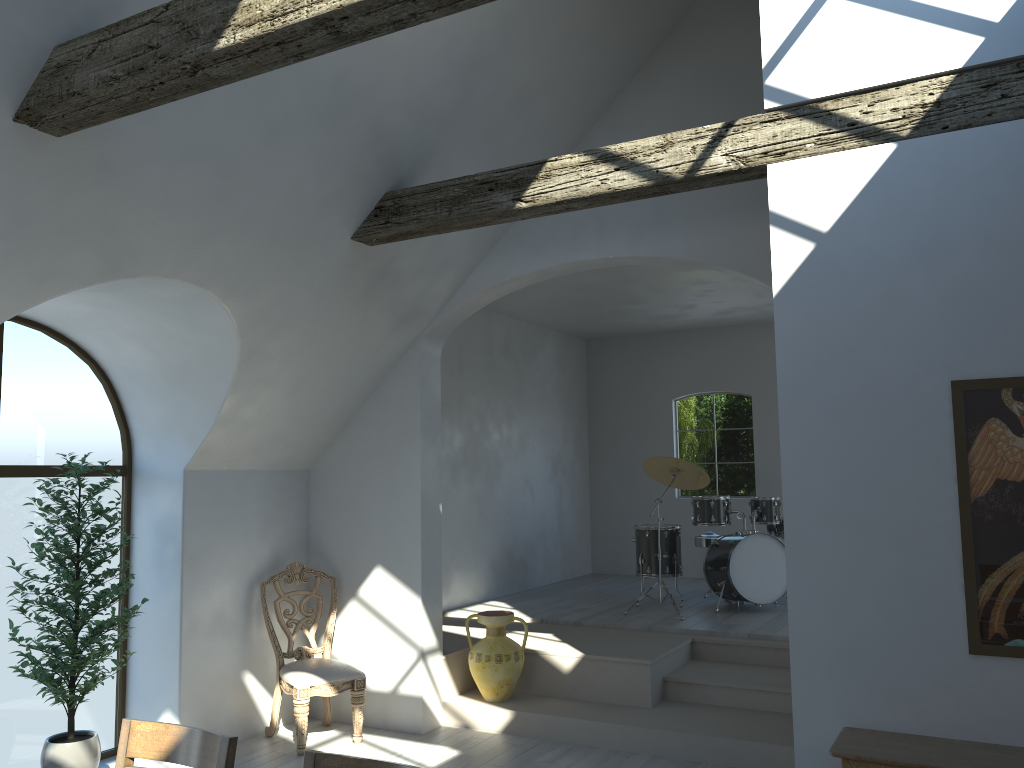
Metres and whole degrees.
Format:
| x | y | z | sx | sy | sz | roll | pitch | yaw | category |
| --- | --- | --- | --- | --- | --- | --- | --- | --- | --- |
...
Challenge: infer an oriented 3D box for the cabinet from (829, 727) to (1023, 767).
| x | y | z | sx | sy | sz | roll | pitch | yaw | category |
| --- | --- | --- | --- | --- | --- | --- | --- | --- | --- |
| 1.904 | 1.673 | 3.027 | 1.481 | 0.714 | 0.383 | -4 | -7 | 29 | cabinet |

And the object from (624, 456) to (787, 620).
| x | y | z | sx | sy | sz | roll | pitch | yaw | category |
| --- | --- | --- | --- | --- | --- | --- | --- | --- | --- |
| 2.014 | 1.384 | 8.439 | 2.354 | 1.383 | 1.465 | 1 | -6 | -17 | object |

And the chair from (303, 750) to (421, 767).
| x | y | z | sx | sy | sz | roll | pitch | yaw | category |
| --- | --- | --- | --- | --- | --- | --- | --- | --- | --- |
| -0.469 | 1.464 | 2.039 | 0.514 | 1.006 | 0.605 | -4 | -7 | 29 | chair |

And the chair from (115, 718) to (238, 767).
| x | y | z | sx | sy | sz | roll | pitch | yaw | category |
| --- | --- | --- | --- | --- | --- | --- | --- | --- | --- |
| -1.121 | 1.511 | 2.397 | 0.514 | 1.006 | 0.605 | -4 | -7 | 29 | chair |

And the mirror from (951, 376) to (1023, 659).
| x | y | z | sx | sy | sz | roll | pitch | yaw | category |
| --- | --- | --- | --- | --- | --- | --- | --- | --- | --- |
| 2.054 | 0.485 | 3.253 | 0.736 | 1.047 | 0.009 | -4 | -7 | 29 | mirror |

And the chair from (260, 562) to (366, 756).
| x | y | z | sx | sy | sz | roll | pitch | yaw | category |
| --- | --- | --- | --- | --- | --- | --- | --- | --- | --- |
| -1.351 | 1.817 | 6.028 | 0.552 | 1.159 | 0.655 | 3 | -7 | -36 | chair |

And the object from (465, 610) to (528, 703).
| x | y | z | sx | sy | sz | roll | pitch | yaw | category |
| --- | --- | --- | --- | --- | --- | --- | --- | --- | --- |
| -0.111 | 1.944 | 6.334 | 0.402 | 0.605 | 0.396 | 1 | -6 | -14 | object |

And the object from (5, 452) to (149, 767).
| x | y | z | sx | sy | sz | roll | pitch | yaw | category |
| --- | --- | --- | --- | --- | --- | --- | --- | --- | --- |
| -2.495 | 1.348 | 5.081 | 0.737 | 1.920 | 0.718 | 4 | -8 | -42 | object |
